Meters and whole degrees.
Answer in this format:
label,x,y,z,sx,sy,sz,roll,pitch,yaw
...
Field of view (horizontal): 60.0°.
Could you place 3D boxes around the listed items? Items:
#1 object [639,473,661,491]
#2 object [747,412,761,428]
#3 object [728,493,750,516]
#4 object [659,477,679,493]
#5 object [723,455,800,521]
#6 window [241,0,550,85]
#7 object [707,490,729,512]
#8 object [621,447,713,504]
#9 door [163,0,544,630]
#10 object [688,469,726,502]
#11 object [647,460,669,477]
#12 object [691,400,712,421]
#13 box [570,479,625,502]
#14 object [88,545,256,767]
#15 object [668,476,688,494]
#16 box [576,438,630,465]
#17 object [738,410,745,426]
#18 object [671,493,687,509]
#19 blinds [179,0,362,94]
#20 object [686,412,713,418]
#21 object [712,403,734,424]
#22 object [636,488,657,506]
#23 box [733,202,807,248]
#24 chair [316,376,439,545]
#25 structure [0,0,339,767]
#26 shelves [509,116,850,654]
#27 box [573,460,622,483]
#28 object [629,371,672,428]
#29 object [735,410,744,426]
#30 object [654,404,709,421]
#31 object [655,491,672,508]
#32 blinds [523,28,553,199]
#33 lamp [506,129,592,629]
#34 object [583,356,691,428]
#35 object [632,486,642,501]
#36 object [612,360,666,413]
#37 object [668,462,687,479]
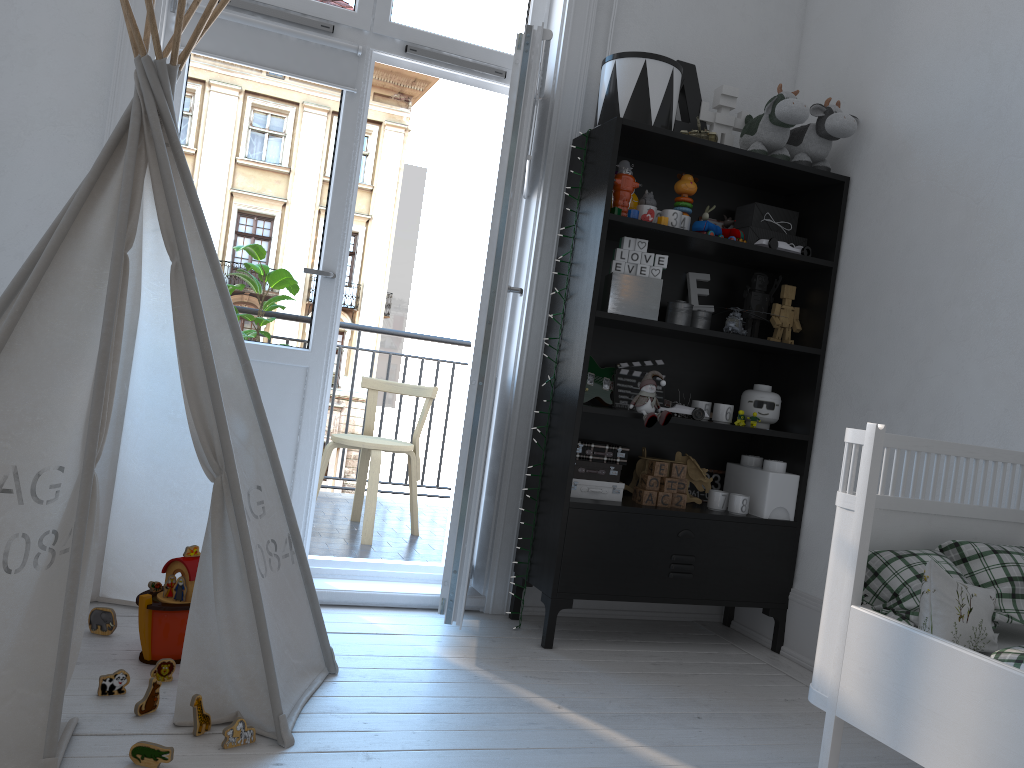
label,x,y,z,sx,sy,sz,roll,pitch,yaw
object,0.468,0.333,3.004,0.050,0.050,0.050,8,0,-20
object,0.841,0.125,3.085,0.042,0.054,0.031,8,1,25
object,0.784,0.417,3.067,0.067,0.067,0.067,8,0,-6
object,0.528,0.341,3.005,0.050,0.050,0.050,8,0,-20
object,0.892,0.365,3.189,0.132,0.199,0.267,8,0,-20
window,-0.437,-1.492,2.995,1.263,0.660,0.101,8,1,-20
object,0.719,0.408,3.101,0.067,0.067,0.067,8,0,-6
object,0.550,0.328,3.155,0.337,0.186,0.111,8,1,-5
door,-0.530,-0.244,2.774,1.264,1.839,0.636,8,1,-19
object,0.657,0.370,3.292,0.347,0.120,0.034,8,1,-20
object,0.494,0.286,3.003,0.050,0.050,0.050,8,0,-20
object,0.659,0.093,3.098,0.067,0.067,0.067,8,0,-6
box,0.245,0.346,2.997,0.216,0.062,0.179,8,0,-20
object,-0.748,0.572,2.083,0.385,0.284,0.856,8,0,-28
object,0.568,0.346,3.049,0.050,0.050,0.050,8,0,-20
box,0.261,0.224,2.997,0.216,0.062,0.179,8,0,-20
object,0.803,0.119,3.102,0.042,0.054,0.031,8,1,-20
object,0.569,0.397,3.024,0.050,0.050,0.050,8,0,10
blinds,-0.774,-1.089,2.875,0.565,0.158,0.032,8,1,-20
object,0.716,0.117,3.238,0.163,0.034,0.069,8,0,-20
object,0.731,0.103,3.075,0.067,0.067,0.067,8,0,-6
object,0.452,0.381,2.980,0.050,0.050,0.050,8,0,-20
box,0.934,-0.544,3.223,0.252,0.189,0.179,8,0,-20
chair,-0.646,0.334,4.125,0.436,0.715,0.498,8,1,25
structure,-0.903,-0.181,2.074,1.143,1.750,1.142,7,1,-45
shelves,0.580,0.048,3.081,0.912,1.677,0.353,8,1,-20
box,0.235,0.282,2.989,0.216,0.062,0.179,8,0,-20
object,0.453,0.048,2.854,0.110,0.186,0.129,7,1,-33
object,0.782,0.117,3.038,0.031,0.054,0.042,8,1,30
object,0.555,0.089,3.018,0.230,0.048,0.098,8,0,5
object,0.506,0.388,3.000,0.050,0.050,0.050,8,0,-15
blinds,0.079,-0.855,2.900,0.032,0.390,0.565,8,0,0
lamp,0.535,0.038,3.131,0.985,1.684,0.095,8,1,-23
object,0.401,0.025,3.145,0.542,0.239,0.093,8,1,-20
object,0.447,0.380,3.037,0.050,0.050,0.050,8,0,-20
object,0.452,0.000,3.134,0.201,0.199,0.048,8,1,-20
object,0.567,0.296,3.032,0.050,0.050,0.050,8,0,0
